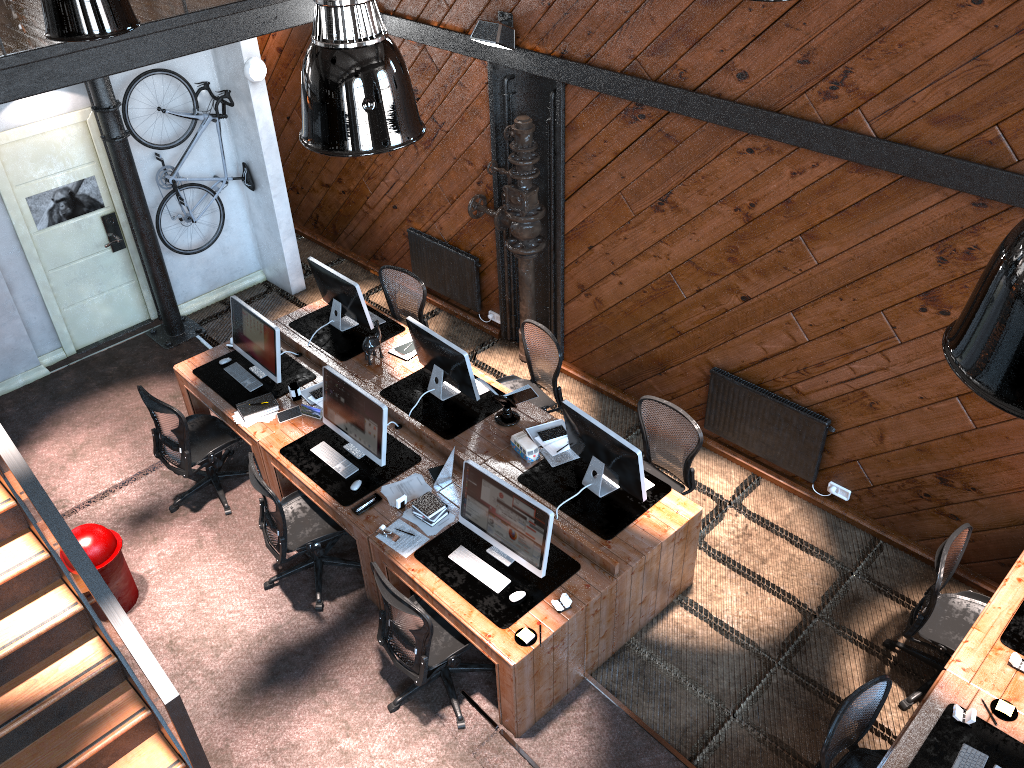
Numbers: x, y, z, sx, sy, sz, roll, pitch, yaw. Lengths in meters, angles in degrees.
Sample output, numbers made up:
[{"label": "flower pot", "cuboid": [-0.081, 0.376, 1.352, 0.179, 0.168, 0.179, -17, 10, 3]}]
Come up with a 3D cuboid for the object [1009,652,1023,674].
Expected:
[{"label": "object", "cuboid": [2.762, 1.507, 4.812, 0.106, 0.063, 0.082, 27, 45, 33]}]

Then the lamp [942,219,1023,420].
[{"label": "lamp", "cuboid": [1.100, -0.985, 1.134, 0.445, 2.372, 0.445, 0, 37, 2]}]

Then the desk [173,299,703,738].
[{"label": "desk", "cuboid": [-0.766, 0.597, 6.817, 1.748, 0.840, 4.117, -31, 45, -33]}]

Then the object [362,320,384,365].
[{"label": "object", "cuboid": [-1.137, -0.363, 7.280, 0.135, 0.351, 0.229, 27, 46, 34]}]

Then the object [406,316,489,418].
[{"label": "object", "cuboid": [-0.495, -0.172, 6.824, 0.642, 0.578, 0.772, -1, 37, 2]}]

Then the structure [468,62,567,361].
[{"label": "structure", "cuboid": [0.080, -1.428, 7.914, 0.500, 2.745, 1.003, -28, 44, -30]}]

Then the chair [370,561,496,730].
[{"label": "chair", "cuboid": [-0.494, 1.458, 5.445, 0.770, 1.085, 0.792, 20, 42, 27]}]

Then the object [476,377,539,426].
[{"label": "object", "cuboid": [-0.040, 0.104, 6.563, 0.417, 0.380, 0.304, 9, 38, 15]}]

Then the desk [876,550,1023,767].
[{"label": "desk", "cuboid": [2.510, 2.465, 4.145, 1.748, 0.840, 4.117, 29, 47, 35]}]

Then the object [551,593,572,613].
[{"label": "object", "cuboid": [0.291, 1.290, 5.230, 0.106, 0.063, 0.082, -19, 40, -21]}]

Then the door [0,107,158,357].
[{"label": "door", "cuboid": [-4.136, -1.399, 8.470, 0.064, 2.268, 1.013, 29, 47, 35]}]

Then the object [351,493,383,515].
[{"label": "object", "cuboid": [-0.978, 0.807, 5.971, 0.089, 0.031, 0.215, 29, 47, 35]}]

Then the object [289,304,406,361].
[{"label": "object", "cuboid": [-1.448, -0.502, 7.767, 0.687, 0.008, 0.848, -31, 46, -33]}]

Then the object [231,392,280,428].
[{"label": "object", "cuboid": [-1.973, 0.196, 6.810, 0.363, 0.065, 0.325, -14, 38, -15]}]

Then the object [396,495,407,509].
[{"label": "object", "cuboid": [-0.738, 0.792, 5.922, 0.076, 0.102, 0.034, -32, 46, -34]}]

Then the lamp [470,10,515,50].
[{"label": "lamp", "cuboid": [-0.134, -2.744, 6.928, 0.328, 0.260, 0.262, 29, 47, 35]}]

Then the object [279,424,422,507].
[{"label": "object", "cuboid": [-1.169, 0.511, 6.396, 0.687, 0.008, 0.848, -31, 46, -33]}]

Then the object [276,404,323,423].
[{"label": "object", "cuboid": [-1.613, 0.213, 6.753, 0.347, 0.083, 0.129, -5, 37, -4]}]

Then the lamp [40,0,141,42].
[{"label": "lamp", "cuboid": [-2.118, -2.713, 3.701, 0.445, 2.372, 0.445, 3, 37, 6]}]

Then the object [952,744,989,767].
[{"label": "object", "cuboid": [2.128, 1.958, 4.259, 0.139, 0.040, 0.577, 29, 46, 34]}]

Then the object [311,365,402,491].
[{"label": "object", "cuboid": [-1.146, 0.305, 6.217, 0.654, 0.576, 0.735, 0, 37, 3]}]

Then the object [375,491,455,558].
[{"label": "object", "cuboid": [-0.629, 0.890, 5.783, 0.319, 0.098, 0.478, 28, 46, 34]}]

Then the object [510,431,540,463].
[{"label": "object", "cuboid": [0.095, 0.450, 6.343, 0.128, 0.146, 0.253, -22, 41, -24]}]

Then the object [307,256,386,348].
[{"label": "object", "cuboid": [-1.440, -0.750, 7.645, 0.648, 0.576, 0.799, -1, 37, 1]}]

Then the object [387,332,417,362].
[{"label": "object", "cuboid": [-0.859, -0.322, 7.453, 0.229, 0.060, 0.316, 23, 44, 30]}]

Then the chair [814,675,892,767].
[{"label": "chair", "cuboid": [1.865, 2.058, 4.520, 0.792, 1.085, 0.770, 20, 42, 27]}]

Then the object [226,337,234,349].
[{"label": "object", "cuboid": [-2.378, -0.349, 7.563, 0.082, 0.063, 0.106, 8, 38, 13]}]

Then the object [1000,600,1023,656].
[{"label": "object", "cuboid": [3.254, 1.385, 4.998, 0.687, 0.008, 0.848, 29, 47, 35]}]

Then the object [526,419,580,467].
[{"label": "object", "cuboid": [0.323, 0.415, 6.425, 0.304, 0.017, 0.467, -15, 39, -17]}]

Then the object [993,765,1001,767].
[{"label": "object", "cuboid": [2.337, 1.905, 4.062, 0.320, 0.288, 0.380, 29, 47, 35]}]

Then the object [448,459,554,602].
[{"label": "object", "cuboid": [-0.024, 0.834, 5.448, 0.714, 0.573, 0.610, 28, 46, 34]}]

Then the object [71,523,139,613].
[{"label": "object", "cuboid": [-2.858, 1.270, 6.116, 0.414, 0.707, 0.414, -1, 37, 1]}]

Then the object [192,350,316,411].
[{"label": "object", "cuboid": [-2.106, -0.081, 7.238, 0.687, 0.008, 0.848, -31, 46, -33]}]

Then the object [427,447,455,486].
[{"label": "object", "cuboid": [-0.494, 0.533, 6.070, 0.165, 0.320, 0.178, -25, 42, -28]}]

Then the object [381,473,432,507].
[{"label": "object", "cuboid": [-0.725, 0.727, 6.087, 0.315, 0.002, 0.246, -21, 40, -23]}]

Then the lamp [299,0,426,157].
[{"label": "lamp", "cuboid": [-0.570, -1.848, 2.462, 0.445, 2.372, 0.445, -16, 39, -17]}]

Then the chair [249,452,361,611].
[{"label": "chair", "cuboid": [-1.462, 0.911, 6.227, 0.770, 1.085, 0.792, 28, 46, 34]}]

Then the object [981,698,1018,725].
[{"label": "object", "cuboid": [2.550, 1.690, 4.608, 0.154, 0.026, 0.158, -4, 37, -2]}]

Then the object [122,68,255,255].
[{"label": "object", "cuboid": [-3.051, -2.165, 8.618, 0.655, 1.846, 1.022, 11, 39, 17]}]

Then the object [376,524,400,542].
[{"label": "object", "cuboid": [-0.802, 0.955, 5.735, 0.159, 0.064, 0.054, 19, 42, 26]}]

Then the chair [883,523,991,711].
[{"label": "chair", "cuboid": [2.750, 1.419, 5.330, 0.792, 1.085, 0.770, 13, 39, 19]}]

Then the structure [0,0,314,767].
[{"label": "structure", "cuboid": [-3.970, 0.221, 5.409, 5.793, 4.603, 10.620, 29, 47, 35]}]

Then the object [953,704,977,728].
[{"label": "object", "cuboid": [2.325, 1.700, 4.565, 0.106, 0.063, 0.082, 15, 40, 22]}]

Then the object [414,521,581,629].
[{"label": "object", "cuboid": [-0.097, 1.103, 5.548, 0.687, 0.008, 0.848, -31, 46, -33]}]

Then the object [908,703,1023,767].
[{"label": "object", "cuboid": [2.262, 1.993, 4.234, 0.687, 0.008, 0.848, 29, 47, 35]}]

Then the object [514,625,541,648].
[{"label": "object", "cuboid": [0.090, 1.438, 5.073, 0.154, 0.026, 0.158, -1, 37, 2]}]

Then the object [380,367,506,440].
[{"label": "object", "cuboid": [-0.518, 0.095, 6.919, 0.687, 0.008, 0.848, -31, 46, -33]}]

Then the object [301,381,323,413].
[{"label": "object", "cuboid": [-1.432, 0.104, 6.932, 0.304, 0.017, 0.467, -26, 43, -29]}]

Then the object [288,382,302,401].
[{"label": "object", "cuboid": [-1.700, 0.054, 6.937, 0.078, 0.138, 0.099, -19, 40, -22]}]

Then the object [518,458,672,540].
[{"label": "object", "cuboid": [0.561, 0.682, 6.077, 0.687, 0.008, 0.848, -31, 46, -33]}]

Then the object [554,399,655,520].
[{"label": "object", "cuboid": [0.629, 0.478, 5.895, 0.663, 0.578, 0.811, 5, 37, 9]}]

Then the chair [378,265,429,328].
[{"label": "chair", "cuboid": [-1.068, -0.451, 8.032, 0.770, 1.085, 0.792, 13, 39, 19]}]

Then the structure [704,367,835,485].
[{"label": "structure", "cuboid": [1.966, 0.332, 6.883, 1.064, 0.628, 0.073, 29, 47, 35]}]

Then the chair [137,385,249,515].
[{"label": "chair", "cuboid": [-2.484, 0.397, 6.969, 0.770, 1.085, 0.792, 13, 39, 19]}]

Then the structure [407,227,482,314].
[{"label": "structure", "cuboid": [-0.673, -1.143, 8.995, 1.064, 0.628, 0.073, 29, 47, 35]}]

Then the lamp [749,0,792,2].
[{"label": "lamp", "cuboid": [1.217, -2.887, 3.655, 0.445, 2.372, 0.445, -23, 41, -25]}]

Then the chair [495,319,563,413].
[{"label": "chair", "cuboid": [0.093, 0.095, 7.240, 0.770, 1.085, 0.792, 28, 46, 34]}]

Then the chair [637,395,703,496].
[{"label": "chair", "cuboid": [0.991, 0.704, 6.378, 0.770, 1.085, 0.792, 20, 42, 27]}]

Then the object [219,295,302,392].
[{"label": "object", "cuboid": [-2.097, -0.321, 7.108, 0.692, 0.581, 0.586, 0, 37, 3]}]
